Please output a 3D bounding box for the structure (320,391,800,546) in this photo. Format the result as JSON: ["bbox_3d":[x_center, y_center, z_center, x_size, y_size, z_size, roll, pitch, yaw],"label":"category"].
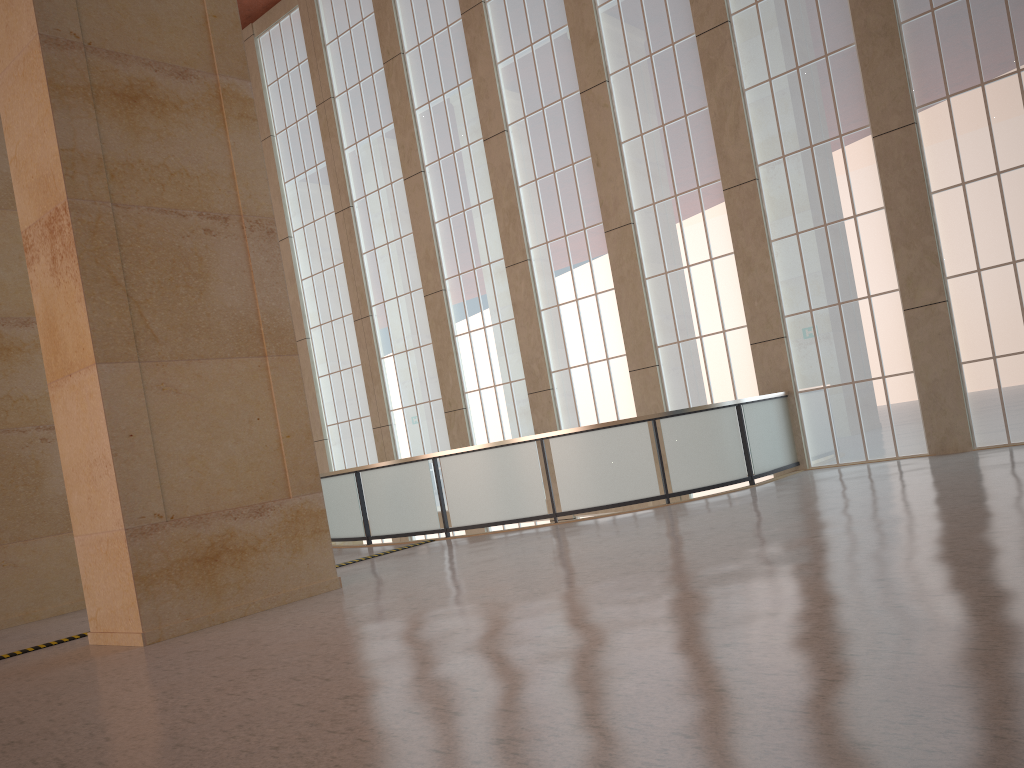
[{"bbox_3d":[-0.582,2.309,20.480,13.145,1.794,5.227,-12,-4,30],"label":"structure"}]

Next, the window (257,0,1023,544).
[{"bbox_3d":[-47.337,11.411,66.145,165.904,28.644,0.010,-13,-2,40],"label":"window"}]
